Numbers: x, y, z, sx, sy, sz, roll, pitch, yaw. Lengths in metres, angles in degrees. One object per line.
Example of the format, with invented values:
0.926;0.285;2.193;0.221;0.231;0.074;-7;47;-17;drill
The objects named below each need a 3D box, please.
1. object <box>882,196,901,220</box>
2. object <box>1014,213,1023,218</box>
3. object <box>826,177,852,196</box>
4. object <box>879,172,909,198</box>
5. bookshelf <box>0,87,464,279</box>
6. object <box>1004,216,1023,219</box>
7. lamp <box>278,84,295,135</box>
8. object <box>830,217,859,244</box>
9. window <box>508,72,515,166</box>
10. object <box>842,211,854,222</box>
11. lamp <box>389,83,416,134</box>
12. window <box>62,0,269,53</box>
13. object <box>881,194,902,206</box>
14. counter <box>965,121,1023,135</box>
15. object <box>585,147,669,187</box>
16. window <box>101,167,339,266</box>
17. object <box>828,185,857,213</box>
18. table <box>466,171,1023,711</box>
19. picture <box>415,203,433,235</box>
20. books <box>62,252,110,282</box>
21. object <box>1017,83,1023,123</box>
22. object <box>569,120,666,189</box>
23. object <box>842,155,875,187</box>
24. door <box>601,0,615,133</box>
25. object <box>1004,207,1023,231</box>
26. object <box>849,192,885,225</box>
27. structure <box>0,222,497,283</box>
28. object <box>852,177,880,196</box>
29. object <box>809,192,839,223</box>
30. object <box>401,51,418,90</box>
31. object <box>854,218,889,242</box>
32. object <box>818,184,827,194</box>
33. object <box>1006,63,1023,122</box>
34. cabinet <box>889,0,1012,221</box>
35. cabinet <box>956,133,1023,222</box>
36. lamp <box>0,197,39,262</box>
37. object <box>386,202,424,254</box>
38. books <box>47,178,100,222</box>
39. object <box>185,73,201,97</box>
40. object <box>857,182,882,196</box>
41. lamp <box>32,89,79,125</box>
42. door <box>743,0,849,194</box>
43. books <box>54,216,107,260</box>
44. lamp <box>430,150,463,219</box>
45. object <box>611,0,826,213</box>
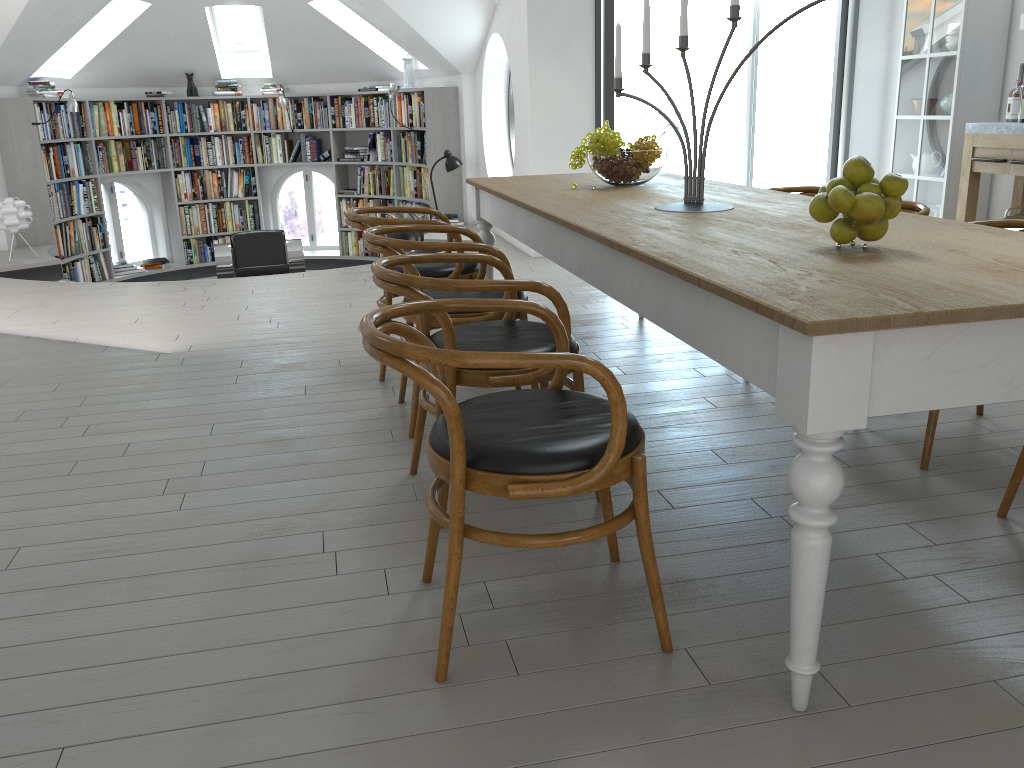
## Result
0.869;-0.406;2.047;0.051;0.052;0.053;-8;18;-19;object
3.249;-0.981;5.422;0.101;0.086;0.365;-6;18;-14;object
0.767;-0.457;2.081;0.058;0.057;0.053;-1;17;3;object
0.884;-0.460;2.053;0.062;0.059;0.063;-5;17;-11;object
-2.858;-2.220;9.790;4.335;1.866;2.124;-5;17;-11;bookshelf
3.181;-0.951;5.384;0.092;0.093;0.440;-6;18;-14;object
-2.593;-3.132;10.149;0.113;0.562;0.360;-3;16;-5;lamp
0.782;-0.361;2.086;0.063;0.063;0.064;-2;17;-1;object
0.170;-2.382;7.948;0.104;1.459;1.481;-5;17;-11;window
0.839;-0.421;2.168;0.060;0.055;0.060;-7;17;-16;object
-1.146;-2.902;9.341;0.275;0.521;0.113;-8;17;-20;lamp
-2.909;-3.911;9.310;4.057;0.708;1.947;-5;18;-11;window
0.890;-0.427;2.098;0.062;0.059;0.062;-4;17;-7;object
4.099;-1.020;2.661;0.962;0.615;6.625;-5;18;-11;counter
0.499;-0.940;3.858;0.361;0.158;0.362;-12;20;-30;object
-3.531;-2.016;10.606;3.237;1.142;0.621;-10;18;-25;window
0.757;-0.424;2.032;0.062;0.063;0.063;12;21;39;object
0.627;-0.247;3.215;1.019;0.792;3.374;-5;18;-11;table
-0.961;-1.485;9.528;0.090;0.856;0.582;-8;17;-21;picture
-4.531;-1.161;9.177;0.283;0.317;0.925;0;17;6;books
3.147;-1.767;5.406;0.093;0.356;0.093;5;17;21;object
0.469;-1.001;3.849;0.293;0.282;0.395;13;22;40;object
0.816;-0.501;2.088;0.072;0.074;0.073;-5;17;-11;object
0.638;-2.352;7.327;0.080;2.328;1.059;-5;16;-11;door
3.305;-0.939;5.399;0.429;0.229;0.531;-6;18;-14;object
0.815;-0.403;2.035;0.077;0.076;0.076;14;23;43;object
-2.541;-1.091;8.700;4.718;0.688;4.738;9;20;31;structure
0.852;-0.468;2.134;0.066;0.070;0.073;-16;22;-40;object
0.747;-0.421;2.117;0.071;0.071;0.071;13;22;41;object
-1.115;-3.412;9.533;0.179;0.469;0.180;-3;16;-3;object
0.852;-0.376;2.105;0.078;0.073;0.081;9;20;32;object
0.783;-0.456;2.159;0.071;0.063;0.073;-7;18;-18;object
3.192;-1.834;5.589;0.085;0.357;0.089;1;16;9;object
3.094;-1.918;6.346;0.361;1.974;0.646;-5;16;-12;cabinet
4.085;-0.257;2.949;1.004;1.014;6.477;-5;18;-11;cabinet
-4.275;-1.334;7.617;0.306;0.521;0.307;-9;18;-22;lamp
-0.935;-1.296;7.693;0.321;0.558;0.322;-14;21;-37;object
-4.522;-1.854;8.914;0.260;0.356;1.028;0;17;5;books
-3.629;-3.394;10.064;0.147;0.263;0.203;-6;17;-15;object
0.834;-0.445;2.066;0.053;0.050;0.053;-16;22;-39;object
-4.282;-2.592;8.297;0.414;0.309;0.117;-6;17;-14;lamp
2.423;-2.511;7.666;0.080;2.328;1.057;-10;18;-26;door
-4.513;-1.247;8.811;0.390;0.690;1.654;-2;17;-2;books
-0.636;-1.963;8.711;0.322;0.655;0.235;-1;16;3;lamp
0.649;-0.995;2.833;0.266;0.868;0.778;-14;20;-36;object
